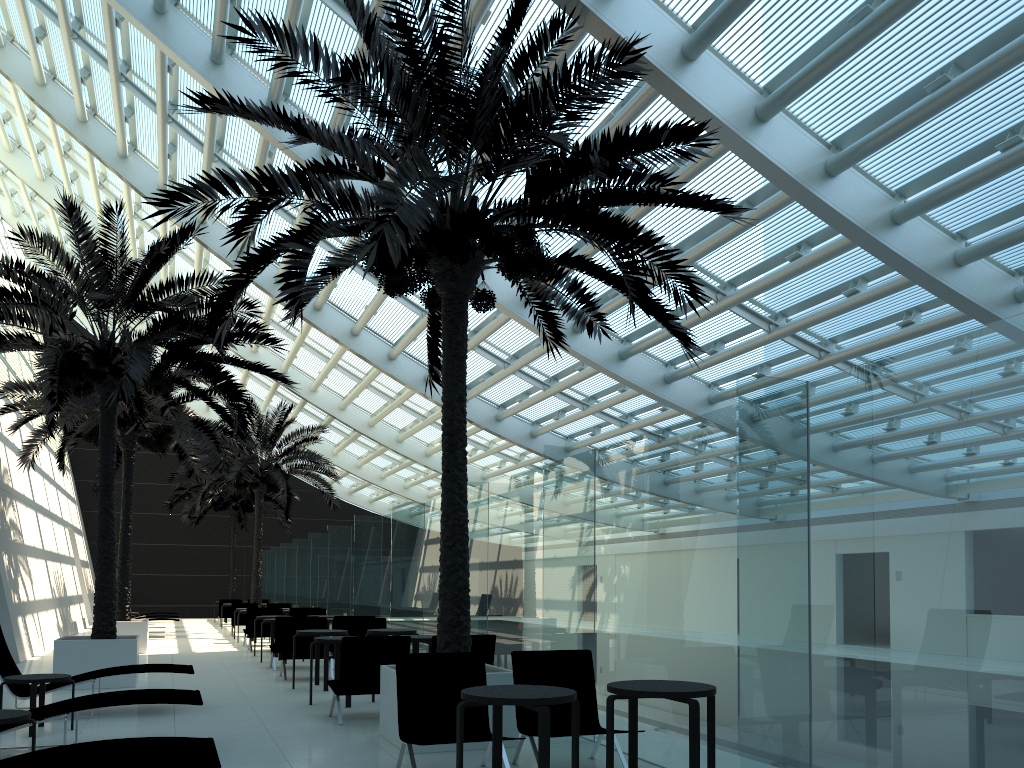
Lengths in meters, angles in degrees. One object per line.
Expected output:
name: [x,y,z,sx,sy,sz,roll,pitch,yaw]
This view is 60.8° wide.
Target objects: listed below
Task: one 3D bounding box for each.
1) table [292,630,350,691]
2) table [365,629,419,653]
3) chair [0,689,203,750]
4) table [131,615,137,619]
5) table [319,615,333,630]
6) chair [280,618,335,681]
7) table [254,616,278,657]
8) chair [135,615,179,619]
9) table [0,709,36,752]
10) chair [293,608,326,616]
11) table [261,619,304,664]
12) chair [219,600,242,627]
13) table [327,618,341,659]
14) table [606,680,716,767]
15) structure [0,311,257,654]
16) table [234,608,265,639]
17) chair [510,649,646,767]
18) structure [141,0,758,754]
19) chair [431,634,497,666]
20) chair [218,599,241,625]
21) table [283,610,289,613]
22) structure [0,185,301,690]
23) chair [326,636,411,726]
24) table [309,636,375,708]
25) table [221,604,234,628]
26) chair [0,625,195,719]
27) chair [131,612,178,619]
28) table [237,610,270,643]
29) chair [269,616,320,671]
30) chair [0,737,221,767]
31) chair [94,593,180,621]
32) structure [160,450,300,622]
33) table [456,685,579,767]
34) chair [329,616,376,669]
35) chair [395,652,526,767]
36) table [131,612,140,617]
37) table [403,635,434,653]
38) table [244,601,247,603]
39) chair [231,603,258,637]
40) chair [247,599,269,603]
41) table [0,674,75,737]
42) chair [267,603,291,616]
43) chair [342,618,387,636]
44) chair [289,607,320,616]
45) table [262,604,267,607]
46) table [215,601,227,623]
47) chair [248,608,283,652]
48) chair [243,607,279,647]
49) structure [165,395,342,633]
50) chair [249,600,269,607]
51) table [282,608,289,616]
table: [-2.576,3.725,11.788,0.681,0.764,0.693,-2,-8,17]
table: [-1.673,3.814,12.142,0.681,0.764,0.693,-2,-8,17]
chair: [-3.572,2.410,7.005,2.044,1.132,0.940,5,-8,-21]
table: [-10.624,6.602,23.879,0.555,0.506,0.565,-3,-9,21]
table: [-3.751,5.026,17.429,0.681,0.764,0.693,-2,-8,17]
chair: [-3.044,3.948,13.003,0.718,0.868,0.905,3,-9,-21]
table: [-4.654,4.938,17.075,0.681,0.764,0.693,-2,-8,17]
chair: [-10.694,6.566,25.124,2.044,1.132,0.940,5,-8,-21]
table: [-3.502,2.446,5.760,0.555,0.506,0.565,-3,-9,21]
chair: [-4.259,5.248,18.641,0.718,0.868,0.905,3,-9,-21]
table: [-4.122,4.622,15.698,0.682,0.764,0.693,-2,-8,21]
chair: [-9.279,7.586,28.864,0.718,0.868,0.905,3,-9,-21]
table: [-3.220,4.711,16.052,0.682,0.764,0.693,-2,-8,21]
table: [0.940,2.289,5.494,0.682,0.764,0.692,-3,-8,26]
structure: [-7.959,2.030,17.701,4.294,6.747,4.724,-1,-6,12]
table: [-6.719,6.143,22.329,0.681,0.764,0.693,-2,-8,17]
chair: [0.479,2.484,6.588,0.718,0.868,0.905,3,-9,-21]
structure: [-0.511,-0.242,7.952,4.823,6.871,4.535,1,-6,-3]
chair: [-0.659,3.157,9.522,0.718,0.868,0.905,3,-9,-21]
chair: [-9.891,7.952,30.460,0.718,0.868,0.905,3,-9,-21]
table: [-5.298,5.923,21.339,0.682,0.764,0.693,-2,-8,21]
structure: [-5.558,0.789,12.153,4.685,6.688,4.329,6,-8,-43]
chair: [-1.527,3.071,9.182,0.718,0.868,0.905,3,-9,-21]
table: [-1.989,3.377,10.270,0.682,0.764,0.693,-2,-8,21]
table: [-8.806,7.361,27.638,0.681,0.764,0.693,-2,-8,17]
chair: [-4.519,2.963,9.415,2.044,1.132,0.940,5,-8,-21]
chair: [-11.671,7.136,27.609,2.044,1.132,0.940,5,-8,-21]
table: [-6.200,5.834,20.985,0.682,0.764,0.693,-2,-8,21]
chair: [-3.660,4.316,14.610,0.718,0.868,0.905,3,-9,-21]
chair: [-2.624,1.858,4.595,2.044,1.132,0.940,5,-8,-21]
chair: [-9.747,6.014,22.714,2.044,1.132,0.940,5,-8,-21]
structure: [-10.541,5.624,33.526,4.497,6.870,4.866,6,-8,-43]
table: [0.037,2.200,5.141,0.682,0.764,0.692,-3,-8,26]
chair: [-2.792,4.402,14.950,0.718,0.868,0.905,3,-9,-21]
chair: [-0.389,2.398,6.248,0.718,0.868,0.905,3,-9,-21]
table: [-11.601,7.172,26.364,0.555,0.506,0.565,-3,-9,21]
table: [-1.086,3.466,10.624,0.682,0.764,0.693,-2,-8,21]
table: [-9.450,8.346,31.902,0.682,0.764,0.692,-3,-8,26]
chair: [-7.183,6.363,23.532,0.718,0.868,0.905,3,-9,-21]
chair: [-9.023,8.037,30.800,0.718,0.868,0.905,3,-9,-21]
table: [-4.449,2.999,8.170,0.555,0.506,0.565,-3,-9,21]
chair: [-6.315,6.448,23.872,0.718,0.868,0.905,3,-9,-21]
chair: [-2.176,4.033,13.343,0.718,0.868,0.905,3,-9,-21]
chair: [-4.870,5.614,20.237,0.718,0.868,0.905,3,-9,-21]
table: [-7.903,7.449,27.992,0.681,0.764,0.693,-2,-8,17]
table: [-10.353,8.257,31.548,0.682,0.764,0.692,-3,-8,26]
chair: [-5.127,5.163,18.301,0.718,0.868,0.905,3,-9,-21]
chair: [-5.738,5.529,19.896,0.718,0.868,0.905,3,-9,-21]
structure: [-7.566,3.872,25.886,4.844,6.871,4.516,4,-7,-28]
chair: [-8.411,7.671,29.204,0.718,0.868,0.905,3,-9,-21]
table: [-5.816,6.232,22.683,0.681,0.764,0.693,-2,-8,17]
